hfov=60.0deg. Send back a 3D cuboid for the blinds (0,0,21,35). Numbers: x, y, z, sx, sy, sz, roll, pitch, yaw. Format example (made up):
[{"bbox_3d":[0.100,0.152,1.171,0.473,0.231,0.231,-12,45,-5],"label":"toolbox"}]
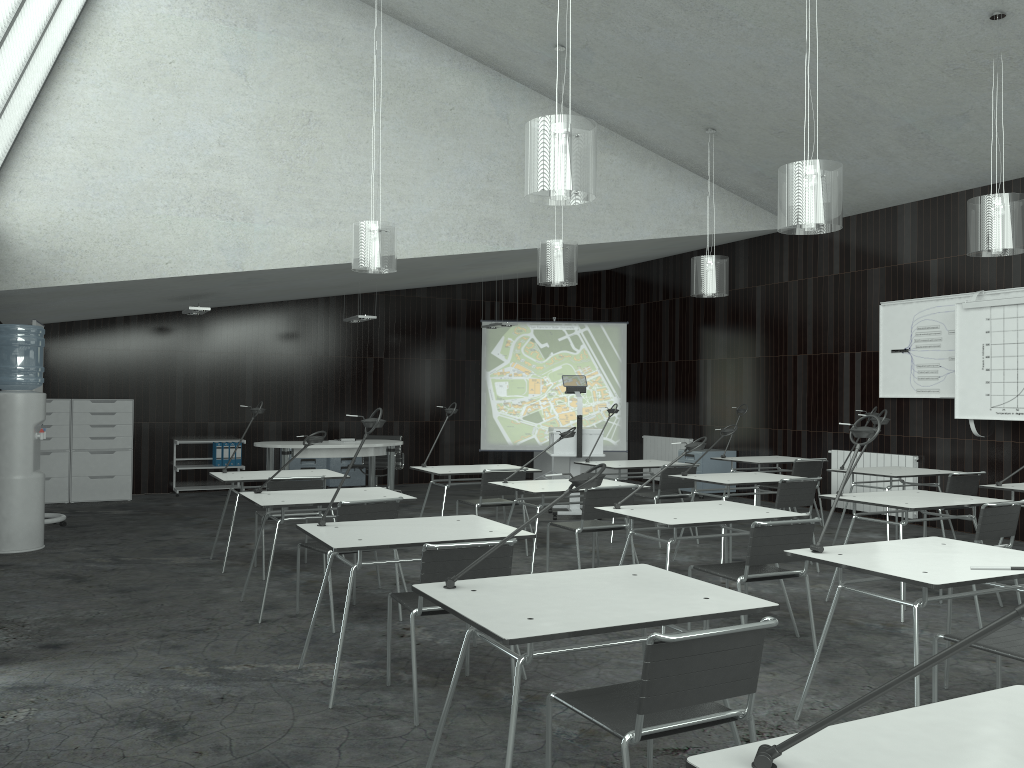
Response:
[{"bbox_3d":[-2.375,-2.881,4.621,1.094,2.949,0.889,1,-1,-27],"label":"blinds"}]

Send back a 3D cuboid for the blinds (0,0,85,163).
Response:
[{"bbox_3d":[-3.262,-2.881,6.389,1.106,2.982,0.889,1,-1,-27],"label":"blinds"}]

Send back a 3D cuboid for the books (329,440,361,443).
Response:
[{"bbox_3d":[-1.795,0.682,9.514,0.210,0.021,0.297,1,-1,-44],"label":"books"}]

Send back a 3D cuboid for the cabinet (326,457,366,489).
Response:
[{"bbox_3d":[-2.230,1.214,11.647,0.502,0.648,0.598,1,-1,-27],"label":"cabinet"}]

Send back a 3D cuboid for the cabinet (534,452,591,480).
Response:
[{"bbox_3d":[0.746,0.939,13.158,0.639,1.285,0.587,1,-1,-27],"label":"cabinet"}]

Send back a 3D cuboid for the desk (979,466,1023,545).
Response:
[{"bbox_3d":[3.849,0.944,6.158,0.900,1.153,0.700,1,-1,-27],"label":"desk"}]

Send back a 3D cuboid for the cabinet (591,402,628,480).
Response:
[{"bbox_3d":[1.324,0.949,13.450,0.639,1.285,0.587,1,-1,-27],"label":"cabinet"}]

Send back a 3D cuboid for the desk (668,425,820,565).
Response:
[{"bbox_3d":[1.750,0.930,6.732,0.900,1.153,0.700,1,-1,-27],"label":"desk"}]

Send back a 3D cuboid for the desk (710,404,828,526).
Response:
[{"bbox_3d":[2.534,0.883,8.761,0.900,1.321,0.700,1,-1,-27],"label":"desk"}]

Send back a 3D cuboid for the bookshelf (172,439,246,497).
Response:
[{"bbox_3d":[-3.746,1.140,10.981,0.817,0.739,0.403,1,-1,-27],"label":"bookshelf"}]

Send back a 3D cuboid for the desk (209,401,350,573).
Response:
[{"bbox_3d":[-1.740,0.808,6.612,0.900,1.321,0.700,1,-1,-27],"label":"desk"}]

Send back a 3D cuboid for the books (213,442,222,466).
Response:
[{"bbox_3d":[-3.667,0.967,11.032,0.072,0.320,0.262,1,-1,-27],"label":"books"}]

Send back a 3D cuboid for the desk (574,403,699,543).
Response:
[{"bbox_3d":[1.119,0.858,8.035,0.900,1.321,0.700,1,-1,-27],"label":"desk"}]

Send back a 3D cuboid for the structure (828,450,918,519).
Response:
[{"bbox_3d":[3.755,1.142,9.279,0.079,0.688,1.129,1,-1,-27],"label":"structure"}]

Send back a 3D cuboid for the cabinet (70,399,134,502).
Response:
[{"bbox_3d":[-4.795,0.844,10.355,0.639,1.292,0.587,1,-1,-27],"label":"cabinet"}]

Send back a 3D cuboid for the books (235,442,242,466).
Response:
[{"bbox_3d":[-3.456,0.970,11.138,0.072,0.320,0.262,1,-1,-27],"label":"books"}]

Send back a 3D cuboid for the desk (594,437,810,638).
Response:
[{"bbox_3d":[0.993,0.893,4.708,0.900,1.153,0.700,1,-1,-26],"label":"desk"}]

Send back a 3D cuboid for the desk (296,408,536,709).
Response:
[{"bbox_3d":[-0.445,0.784,3.981,0.900,1.321,0.700,1,-1,-26],"label":"desk"}]

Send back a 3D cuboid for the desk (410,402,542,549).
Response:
[{"bbox_3d":[-0.306,0.833,7.303,0.900,1.321,0.700,1,-1,-26],"label":"desk"}]

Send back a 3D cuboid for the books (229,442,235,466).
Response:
[{"bbox_3d":[-3.523,0.969,11.104,0.072,0.320,0.262,1,-1,-27],"label":"books"}]

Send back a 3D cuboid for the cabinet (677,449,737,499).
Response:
[{"bbox_3d":[2.474,1.257,11.248,0.598,0.648,0.502,1,-1,-27],"label":"cabinet"}]

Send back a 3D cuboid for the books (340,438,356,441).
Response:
[{"bbox_3d":[-1.757,0.657,9.489,0.164,0.032,0.183,1,-1,-14],"label":"books"}]

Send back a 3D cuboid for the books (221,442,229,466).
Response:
[{"bbox_3d":[-3.590,0.968,11.070,0.072,0.320,0.262,1,-1,-27],"label":"books"}]

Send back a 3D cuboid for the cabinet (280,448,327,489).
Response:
[{"bbox_3d":[-2.689,1.205,11.415,0.502,0.648,0.598,1,-1,-27],"label":"cabinet"}]

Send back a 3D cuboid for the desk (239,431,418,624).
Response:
[{"bbox_3d":[-1.106,0.880,5.278,0.900,1.153,0.700,1,-1,-27],"label":"desk"}]

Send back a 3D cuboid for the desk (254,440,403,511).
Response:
[{"bbox_3d":[-1.883,1.098,9.381,1.600,0.818,0.910,1,-1,-32],"label":"desk"}]

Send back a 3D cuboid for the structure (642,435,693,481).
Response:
[{"bbox_3d":[2.162,1.170,12.428,0.079,0.688,1.129,1,-1,-27],"label":"structure"}]

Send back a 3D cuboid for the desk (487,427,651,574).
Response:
[{"bbox_3d":[0.381,0.906,6.060,0.900,1.153,0.700,1,-1,-27],"label":"desk"}]

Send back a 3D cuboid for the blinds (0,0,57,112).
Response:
[{"bbox_3d":[-2.815,-2.889,5.506,1.106,2.982,0.889,1,-1,-27],"label":"blinds"}]

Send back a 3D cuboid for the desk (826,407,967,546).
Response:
[{"bbox_3d":[3.238,0.873,7.479,0.900,1.321,0.700,1,-1,-28],"label":"desk"}]

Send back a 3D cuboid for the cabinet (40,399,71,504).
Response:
[{"bbox_3d":[-5.373,0.834,10.063,0.639,1.292,0.587,1,-1,-27],"label":"cabinet"}]

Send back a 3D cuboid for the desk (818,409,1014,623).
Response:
[{"bbox_3d":[2.463,0.835,5.433,0.900,1.321,0.700,1,-1,-27],"label":"desk"}]
